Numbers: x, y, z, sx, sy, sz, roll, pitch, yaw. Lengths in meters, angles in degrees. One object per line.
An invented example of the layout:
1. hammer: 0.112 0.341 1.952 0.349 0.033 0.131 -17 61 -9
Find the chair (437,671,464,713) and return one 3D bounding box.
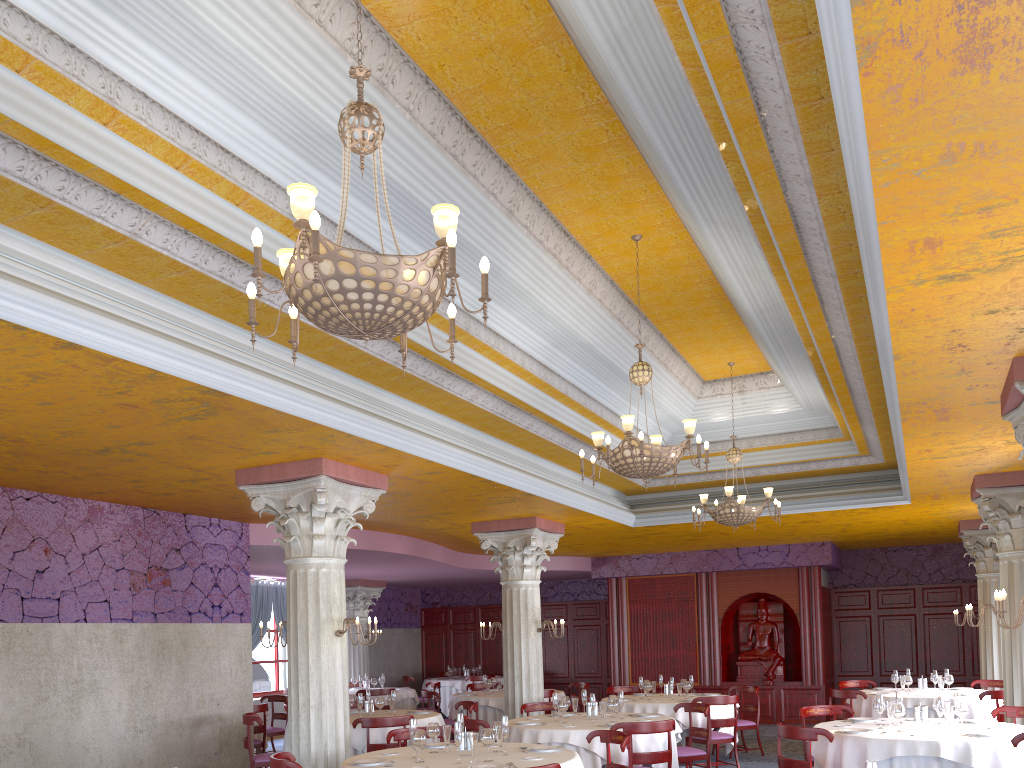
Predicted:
1. chair: -1.554 8.009 22.201 0.748 1.072 0.661 1 -6 -19

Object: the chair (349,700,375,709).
1. chair: -2.326 5.160 12.438 0.748 1.072 0.661 1 -6 -19

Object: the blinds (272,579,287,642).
1. blinds: -4.570 5.955 18.715 0.245 3.275 1.858 -2 -5 24

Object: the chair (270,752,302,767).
1. chair: -1.579 3.477 6.788 0.646 1.071 0.767 0 -7 -19

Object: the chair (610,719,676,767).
1. chair: 1.312 3.983 8.791 0.748 1.072 0.661 1 -6 -19

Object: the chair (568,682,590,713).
1. chair: 1.089 5.970 15.525 0.646 1.071 0.767 0 -7 -19

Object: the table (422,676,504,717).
1. table: -1.151 7.710 21.047 2.101 0.933 2.149 -8 -15 26

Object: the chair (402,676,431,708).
1. chair: -2.308 7.572 20.641 0.646 1.071 0.767 0 -7 -19

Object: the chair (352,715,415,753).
1. chair: -1.521 4.457 10.126 0.748 1.072 0.661 1 -6 -19

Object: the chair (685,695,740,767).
1. chair: 2.757 4.820 11.778 0.748 1.072 0.661 1 -6 -19

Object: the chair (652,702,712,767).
1. chair: 2.066 4.420 10.350 0.646 1.071 0.767 0 -7 -19

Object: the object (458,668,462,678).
1. object: -1.302 7.218 21.394 0.086 0.233 0.087 -2 -3 6

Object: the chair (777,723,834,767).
1. chair: 2.822 3.680 7.909 0.646 1.071 0.767 0 -7 -19

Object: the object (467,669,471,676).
1. object: -1.036 7.014 20.725 0.086 0.233 0.087 -2 -3 6

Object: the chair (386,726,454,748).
1. chair: -0.825 3.914 8.347 0.748 1.072 0.661 1 -6 -19

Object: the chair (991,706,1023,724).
1. chair: 5.135 3.851 8.715 0.646 1.071 0.767 0 -7 -19

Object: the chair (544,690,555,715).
1. chair: 0.335 5.533 13.965 0.748 1.072 0.661 1 -6 -19

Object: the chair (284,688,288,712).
1. chair: -4.063 6.406 16.503 0.646 1.071 0.767 0 -7 -19

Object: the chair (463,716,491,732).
1. chair: -0.247 4.249 9.543 0.646 1.071 0.767 0 -7 -19

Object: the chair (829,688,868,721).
1. chair: 4.905 4.887 12.217 0.646 1.071 0.767 0 -7 -19

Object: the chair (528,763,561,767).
1. chair: -0.020 3.211 6.035 0.748 1.072 0.661 1 -6 -19

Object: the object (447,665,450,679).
1. object: -1.555 7.074 21.046 0.074 0.330 0.074 -2 -2 17

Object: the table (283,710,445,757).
1. table: -1.923 4.861 11.285 2.101 0.933 2.149 -8 -15 26

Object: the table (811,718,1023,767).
1. table: 3.979 3.818 8.315 2.101 0.933 2.149 -8 -15 26

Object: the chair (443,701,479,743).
1. chair: -0.767 4.894 11.686 0.646 1.071 0.767 0 -7 -19

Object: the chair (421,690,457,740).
1. chair: -1.224 5.799 14.718 0.646 1.071 0.767 0 -7 -19

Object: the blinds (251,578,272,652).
1. blinds: -5.387 5.481 17.025 0.246 3.274 1.986 -2 -5 26

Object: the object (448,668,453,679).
1. object: -1.482 7.039 20.811 0.122 0.260 0.124 1 -5 -28

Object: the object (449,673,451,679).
1. object: -1.503 7.086 20.926 0.086 0.233 0.087 -2 -3 6

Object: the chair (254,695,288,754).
1. chair: -4.081 5.760 14.307 0.759 1.072 0.652 -7 -8 40

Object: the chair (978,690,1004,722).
1. chair: 6.464 4.621 11.464 0.748 1.072 0.661 1 -6 -19

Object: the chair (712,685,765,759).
1. chair: 3.510 5.257 13.338 0.646 1.071 0.767 0 -7 -19

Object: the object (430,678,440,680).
1. object: -1.888 7.166 20.800 0.313 0.023 0.325 -3 -16 5

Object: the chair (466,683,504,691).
1. chair: -0.470 6.236 16.278 0.748 1.072 0.661 1 -6 -19

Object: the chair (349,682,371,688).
1. chair: -3.309 6.843 18.063 0.748 1.072 0.661 1 -6 -19

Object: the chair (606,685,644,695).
1. chair: 1.952 5.523 14.091 0.748 1.072 0.661 1 -6 -19

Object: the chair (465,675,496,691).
1. chair: -0.749 7.306 19.888 0.748 1.072 0.661 1 -6 -19

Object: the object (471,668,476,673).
1. object: -0.921 7.004 20.747 0.124 0.260 0.123 -5 -6 39

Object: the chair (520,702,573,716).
1. chair: 0.507 4.686 11.103 0.748 1.072 0.661 1 -6 -19

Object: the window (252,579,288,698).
1. window: -5.613 5.403 18.175 0.161 2.490 3.660 -2 -11 25

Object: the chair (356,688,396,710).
1. chair: -2.504 6.139 15.750 0.748 1.072 0.661 1 -6 -19

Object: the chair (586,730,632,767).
1. chair: 0.734 3.648 7.595 0.646 1.071 0.767 0 -7 -19

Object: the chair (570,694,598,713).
1. chair: 1.198 5.086 12.531 0.646 1.071 0.767 0 -7 -19

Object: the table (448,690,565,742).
1. table: -0.067 5.937 15.124 2.101 0.933 2.149 -8 -15 26

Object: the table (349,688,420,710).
1. table: -2.906 6.544 16.909 2.101 0.933 2.149 -8 -15 26

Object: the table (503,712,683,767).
1. table: 0.910 4.387 9.949 2.101 0.933 2.149 -8 -15 26

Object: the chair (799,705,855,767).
1. chair: 3.576 4.117 9.468 0.748 1.072 0.661 1 -6 -19

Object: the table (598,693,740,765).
1. table: 2.355 5.224 12.937 2.101 0.933 2.149 -8 -15 26

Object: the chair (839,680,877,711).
1. chair: 5.659 5.324 13.777 0.748 1.072 0.661 1 -6 -19

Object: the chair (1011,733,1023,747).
1. chair: 4.381 3.414 7.156 0.748 1.072 0.661 1 -6 -19

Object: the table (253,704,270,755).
1. table: -4.883 5.563 13.381 2.077 0.932 2.174 -1 -14 -4

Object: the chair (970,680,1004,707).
1. chair: 7.218 5.058 13.024 0.646 1.071 0.767 0 -7 -19

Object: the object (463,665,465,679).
1. object: -1.156 6.954 20.676 0.074 0.330 0.074 -2 -2 17

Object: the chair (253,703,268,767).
1. chair: -3.954 5.249 12.580 0.655 1.072 0.756 -6 -8 40

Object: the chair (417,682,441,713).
1. chair: -1.750 6.576 17.310 0.646 1.071 0.767 0 -7 -19

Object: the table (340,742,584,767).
1. table: -0.422 3.615 7.194 2.101 0.933 2.149 -8 -15 26

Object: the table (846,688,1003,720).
1. table: 6.062 5.025 12.623 2.101 0.933 2.149 -8 -15 26

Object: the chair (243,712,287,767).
1. chair: -3.080 4.723 10.879 0.646 1.071 0.767 0 -7 -19
